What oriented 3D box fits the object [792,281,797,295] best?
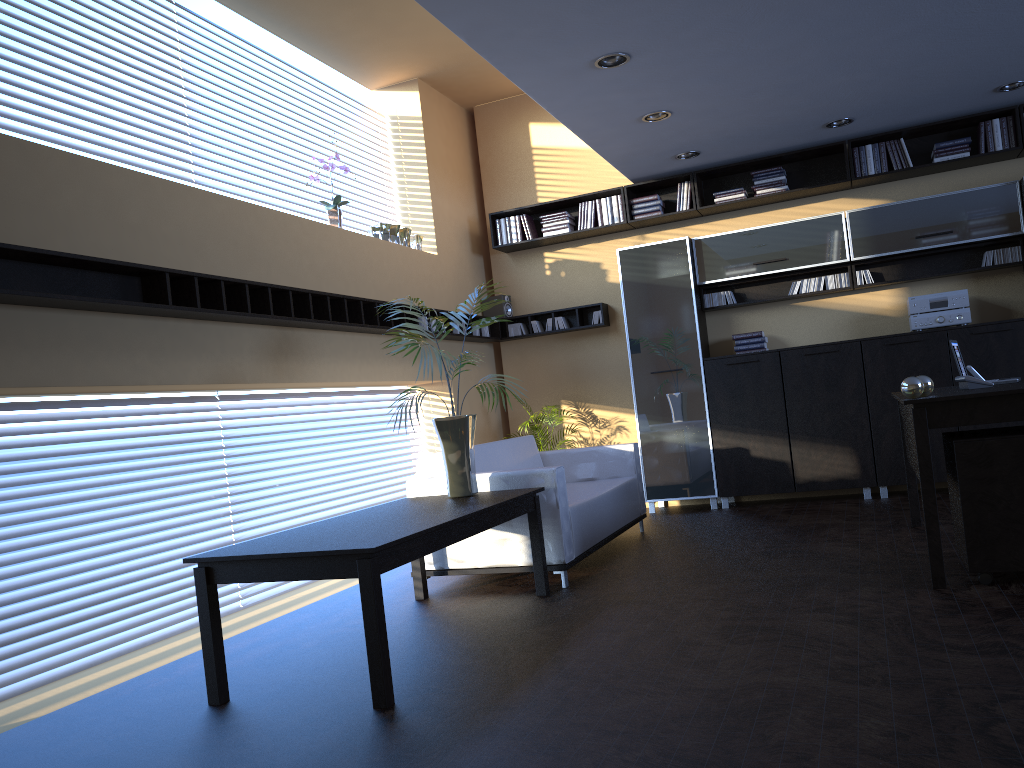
[{"bbox_3d":[2.477,-0.833,7.756,0.059,0.113,0.142,-7,-1,21],"label":"object"}]

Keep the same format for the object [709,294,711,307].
[{"bbox_3d":[1.804,-0.751,8.027,0.009,0.120,0.142,-7,-1,21],"label":"object"}]

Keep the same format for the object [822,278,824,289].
[{"bbox_3d":[2.692,-0.863,7.667,0.036,0.116,0.140,-7,-1,21],"label":"object"}]

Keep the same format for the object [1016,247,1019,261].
[{"bbox_3d":[4.048,-1.035,7.117,0.006,0.118,0.140,-7,-1,22],"label":"object"}]

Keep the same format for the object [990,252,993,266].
[{"bbox_3d":[3.885,-1.014,7.195,0.030,0.120,0.142,-7,-1,21],"label":"object"}]

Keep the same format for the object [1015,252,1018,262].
[{"bbox_3d":[4.043,-1.034,7.130,0.009,0.120,0.142,-7,-1,21],"label":"object"}]

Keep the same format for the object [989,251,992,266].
[{"bbox_3d":[3.876,-1.013,7.200,0.030,0.120,0.142,-7,-1,21],"label":"object"}]

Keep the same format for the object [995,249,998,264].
[{"bbox_3d":[3.909,-1.018,7.172,0.009,0.124,0.142,-7,-1,22],"label":"object"}]

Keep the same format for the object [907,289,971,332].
[{"bbox_3d":[3.465,-0.587,7.210,0.430,0.282,0.363,-7,-1,21],"label":"object"}]

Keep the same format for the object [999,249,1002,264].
[{"bbox_3d":[3.942,-1.021,7.174,0.009,0.120,0.142,-7,-1,22],"label":"object"}]

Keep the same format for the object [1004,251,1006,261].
[{"bbox_3d":[3.973,-1.025,7.172,0.009,0.120,0.142,-7,-1,21],"label":"object"}]

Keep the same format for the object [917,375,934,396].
[{"bbox_3d":[2.048,0.010,4.424,0.105,0.105,0.105,-7,-1,41],"label":"object"}]

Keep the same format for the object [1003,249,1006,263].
[{"bbox_3d":[3.970,-1.025,7.165,0.006,0.118,0.140,-7,-1,21],"label":"object"}]

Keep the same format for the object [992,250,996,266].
[{"bbox_3d":[3.904,-1.017,7.187,0.009,0.120,0.142,-7,-1,21],"label":"object"}]

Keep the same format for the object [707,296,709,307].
[{"bbox_3d":[1.785,-0.748,8.030,0.006,0.118,0.140,-7,-1,22],"label":"object"}]

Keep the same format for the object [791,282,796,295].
[{"bbox_3d":[2.468,-0.832,7.760,0.059,0.113,0.142,-7,-1,22],"label":"object"}]

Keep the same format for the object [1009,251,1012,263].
[{"bbox_3d":[4.006,-1.030,7.146,0.009,0.120,0.142,-7,-1,21],"label":"object"}]

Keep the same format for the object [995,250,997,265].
[{"bbox_3d":[3.911,-1.018,7.178,0.006,0.118,0.140,-7,-1,21],"label":"object"}]

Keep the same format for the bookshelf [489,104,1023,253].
[{"bbox_3d":[2.226,-1.773,7.757,5.130,0.340,0.361,-7,-1,22],"label":"bookshelf"}]

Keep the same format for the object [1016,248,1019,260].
[{"bbox_3d":[4.051,-1.036,7.123,0.009,0.120,0.142,-7,-1,22],"label":"object"}]

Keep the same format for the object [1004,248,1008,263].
[{"bbox_3d":[3.976,-1.026,7.151,0.009,0.120,0.142,-7,-1,21],"label":"object"}]

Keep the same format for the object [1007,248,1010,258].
[{"bbox_3d":[3.998,-1.029,7.152,0.009,0.120,0.142,-7,-1,22],"label":"object"}]

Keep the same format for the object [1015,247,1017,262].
[{"bbox_3d":[4.041,-1.034,7.128,0.006,0.118,0.140,-7,-1,22],"label":"object"}]

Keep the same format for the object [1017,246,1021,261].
[{"bbox_3d":[4.058,-1.037,7.113,0.009,0.120,0.142,-7,-1,21],"label":"object"}]

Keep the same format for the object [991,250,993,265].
[{"bbox_3d":[3.881,-1.014,7.188,0.026,0.117,0.140,-7,-1,21],"label":"object"}]

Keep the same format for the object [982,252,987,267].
[{"bbox_3d":[3.843,-1.008,7.213,0.040,0.118,0.142,-7,-1,21],"label":"object"}]

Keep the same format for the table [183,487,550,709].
[{"bbox_3d":[-0.543,0.946,4.312,0.898,0.603,1.893,-7,-2,21],"label":"table"}]

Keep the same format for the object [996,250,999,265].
[{"bbox_3d":[3.921,-1.019,7.177,0.009,0.120,0.142,-7,-1,21],"label":"object"}]

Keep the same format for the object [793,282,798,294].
[{"bbox_3d":[2.486,-0.834,7.749,0.055,0.110,0.140,-7,-1,22],"label":"object"}]

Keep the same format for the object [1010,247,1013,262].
[{"bbox_3d":[4.013,-1.031,7.136,0.009,0.120,0.142,-7,-1,21],"label":"object"}]

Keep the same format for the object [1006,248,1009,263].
[{"bbox_3d":[3.984,-1.027,7.144,0.009,0.120,0.142,-7,-1,22],"label":"object"}]

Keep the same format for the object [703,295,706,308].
[{"bbox_3d":[1.756,-0.745,8.042,0.009,0.120,0.142,-7,-1,22],"label":"object"}]

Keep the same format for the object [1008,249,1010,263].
[{"bbox_3d":[3.996,-1.028,7.150,0.006,0.118,0.140,-7,-1,22],"label":"object"}]

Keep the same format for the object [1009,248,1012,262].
[{"bbox_3d":[4.002,-1.030,7.138,0.006,0.118,0.140,-7,-1,21],"label":"object"}]

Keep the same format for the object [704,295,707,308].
[{"bbox_3d":[1.765,-0.746,8.036,0.009,0.120,0.142,-7,-1,22],"label":"object"}]

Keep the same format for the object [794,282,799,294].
[{"bbox_3d":[2.497,-0.835,7.751,0.059,0.113,0.142,-7,-1,21],"label":"object"}]

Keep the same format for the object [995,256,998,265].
[{"bbox_3d":[3.914,-1.018,7.185,0.009,0.120,0.142,-7,-1,22],"label":"object"}]

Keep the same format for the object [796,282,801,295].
[{"bbox_3d":[2.507,-0.836,7.750,0.059,0.113,0.142,-7,-1,21],"label":"object"}]

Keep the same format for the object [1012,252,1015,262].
[{"bbox_3d":[4.026,-1.032,7.142,0.009,0.120,0.142,-7,-1,21],"label":"object"}]

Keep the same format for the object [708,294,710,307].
[{"bbox_3d":[1.793,-0.749,8.026,0.009,0.120,0.142,-7,-1,22],"label":"object"}]

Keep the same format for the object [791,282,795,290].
[{"bbox_3d":[2.461,-0.831,7.769,0.059,0.113,0.142,-7,-1,22],"label":"object"}]

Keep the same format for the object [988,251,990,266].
[{"bbox_3d":[3.866,-1.012,7.204,0.030,0.120,0.142,-7,-1,21],"label":"object"}]

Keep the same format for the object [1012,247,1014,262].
[{"bbox_3d":[4.024,-1.032,7.138,0.006,0.118,0.140,-7,-1,21],"label":"object"}]

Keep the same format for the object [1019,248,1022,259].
[{"bbox_3d":[4.069,-1.038,7.114,0.009,0.120,0.142,-7,-1,22],"label":"object"}]

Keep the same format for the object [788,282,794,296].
[{"bbox_3d":[2.447,-0.829,7.762,0.059,0.113,0.142,-7,-1,21],"label":"object"}]

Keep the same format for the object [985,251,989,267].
[{"bbox_3d":[3.857,-1.010,7.208,0.030,0.120,0.142,-7,-1,21],"label":"object"}]

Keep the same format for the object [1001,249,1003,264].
[{"bbox_3d":[3.944,-1.022,7.155,0.006,0.118,0.140,-7,-1,21],"label":"object"}]

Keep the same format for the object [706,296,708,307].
[{"bbox_3d":[1.775,-0.747,8.034,0.006,0.118,0.140,-7,-1,21],"label":"object"}]

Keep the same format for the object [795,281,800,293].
[{"bbox_3d":[2.497,-0.835,7.749,0.055,0.110,0.140,-7,-1,21],"label":"object"}]

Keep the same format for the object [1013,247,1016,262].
[{"bbox_3d":[4.031,-1.033,7.127,0.009,0.120,0.142,-7,-1,22],"label":"object"}]

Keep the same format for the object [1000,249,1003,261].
[{"bbox_3d":[3.949,-1.023,7.165,0.009,0.120,0.142,-7,-1,21],"label":"object"}]

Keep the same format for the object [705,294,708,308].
[{"bbox_3d":[1.776,-0.747,8.038,0.009,0.120,0.142,-7,-1,21],"label":"object"}]

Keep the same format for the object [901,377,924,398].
[{"bbox_3d":[1.961,0.017,4.342,0.105,0.105,0.105,-7,-1,41],"label":"object"}]

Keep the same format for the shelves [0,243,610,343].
[{"bbox_3d":[-0.858,-0.551,5.653,1.250,0.213,6.618,-7,-2,21],"label":"shelves"}]

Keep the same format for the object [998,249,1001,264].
[{"bbox_3d":[3.927,-1.020,7.165,0.009,0.120,0.142,-7,-1,21],"label":"object"}]

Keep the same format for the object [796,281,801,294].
[{"bbox_3d":[2.505,-0.836,7.743,0.055,0.110,0.140,-7,-1,22],"label":"object"}]

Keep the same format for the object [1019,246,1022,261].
[{"bbox_3d":[4.066,-1.038,7.109,0.006,0.118,0.140,-7,-1,21],"label":"object"}]

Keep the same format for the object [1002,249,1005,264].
[{"bbox_3d":[3.957,-1.024,7.159,0.009,0.120,0.142,-7,-1,21],"label":"object"}]
